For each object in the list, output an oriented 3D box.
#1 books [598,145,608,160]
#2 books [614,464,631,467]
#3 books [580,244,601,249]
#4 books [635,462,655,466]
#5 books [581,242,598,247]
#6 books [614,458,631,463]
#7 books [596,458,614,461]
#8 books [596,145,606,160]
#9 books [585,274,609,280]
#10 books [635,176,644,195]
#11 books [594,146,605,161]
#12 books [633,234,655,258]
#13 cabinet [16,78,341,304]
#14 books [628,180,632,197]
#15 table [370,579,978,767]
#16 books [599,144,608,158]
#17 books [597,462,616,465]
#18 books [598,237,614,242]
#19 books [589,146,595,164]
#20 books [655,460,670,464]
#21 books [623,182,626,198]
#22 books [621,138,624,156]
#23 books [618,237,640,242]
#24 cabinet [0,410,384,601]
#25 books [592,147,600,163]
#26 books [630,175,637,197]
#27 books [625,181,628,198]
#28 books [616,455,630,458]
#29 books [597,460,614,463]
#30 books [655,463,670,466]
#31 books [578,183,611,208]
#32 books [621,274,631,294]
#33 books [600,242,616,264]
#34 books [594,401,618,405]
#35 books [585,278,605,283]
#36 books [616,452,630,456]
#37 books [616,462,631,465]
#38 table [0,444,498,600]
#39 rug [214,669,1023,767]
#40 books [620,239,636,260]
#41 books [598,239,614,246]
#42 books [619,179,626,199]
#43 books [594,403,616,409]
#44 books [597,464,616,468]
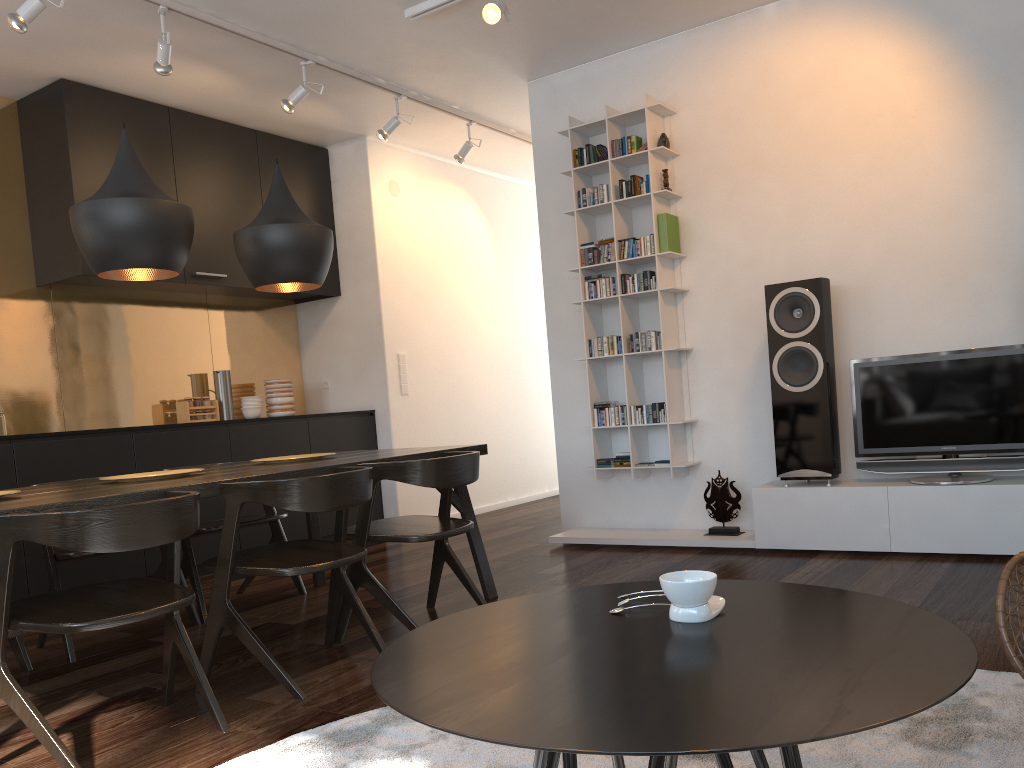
[{"bbox_3d":[0.522,-1.285,4.931,0.058,0.099,0.068,-3,2,34],"label":"books"},{"bbox_3d":[0.646,0.464,5.031,0.107,0.016,0.069,-5,-2,34],"label":"books"},{"bbox_3d":[0.448,-0.780,5.048,0.092,0.014,0.069,-5,-2,34],"label":"books"},{"bbox_3d":[0.767,0.452,4.987,0.112,0.012,0.093,-6,-2,34],"label":"books"},{"bbox_3d":[0.448,-0.794,5.042,0.093,0.014,0.069,-6,-2,40],"label":"books"},{"bbox_3d":[0.641,0.430,5.025,0.107,0.023,0.069,-5,-1,34],"label":"books"},{"bbox_3d":[0.549,0.434,5.091,0.107,0.009,0.069,-6,-2,34],"label":"books"},{"bbox_3d":[0.515,-1.284,4.936,0.058,0.099,0.068,-3,2,34],"label":"books"},{"bbox_3d":[0.489,-0.609,5.074,0.112,0.022,0.095,-5,-1,34],"label":"books"},{"bbox_3d":[0.700,-1.078,4.835,0.016,0.107,0.068,-3,2,34],"label":"books"},{"bbox_3d":[0.500,-1.280,4.945,0.046,0.091,0.069,-3,2,34],"label":"books"},{"bbox_3d":[0.749,-0.755,4.862,0.137,0.113,0.122,-4,1,34],"label":"books"},{"bbox_3d":[-2.013,-1.122,5.700,0.533,1.052,1.948,-3,0,34],"label":"cabinet"},{"bbox_3d":[0.659,-1.066,4.860,0.020,0.093,0.069,-3,2,34],"label":"books"},{"bbox_3d":[0.235,0.616,1.329,0.849,0.474,0.844,-5,-1,36],"label":"table"},{"bbox_3d":[0.530,-1.286,4.926,0.058,0.099,0.068,-3,2,34],"label":"books"},{"bbox_3d":[0.548,0.458,5.094,0.092,0.014,0.069,-5,-2,34],"label":"books"},{"bbox_3d":[0.553,-0.809,4.973,0.112,0.014,0.093,-5,-2,34],"label":"books"},{"bbox_3d":[0.465,-1.281,4.969,0.019,0.099,0.074,-3,2,34],"label":"books"},{"bbox_3d":[0.850,0.431,4.898,0.093,0.014,0.069,-6,-2,40],"label":"books"},{"bbox_3d":[0.635,-1.064,4.879,0.014,0.092,0.069,-3,2,34],"label":"books"},{"bbox_3d":[0.621,-1.294,4.879,0.012,0.108,0.068,-3,2,34],"label":"books"},{"bbox_3d":[0.651,-0.799,4.904,0.107,0.008,0.069,-6,-2,34],"label":"books"},{"bbox_3d":[-2.657,0.723,4.461,0.734,0.902,5.045,-4,-1,34],"label":"cabinet"},{"bbox_3d":[0.481,-1.279,4.959,0.028,0.093,0.069,-3,2,34],"label":"books"},{"bbox_3d":[0.679,-1.080,4.847,0.029,0.116,0.074,-3,2,34],"label":"books"},{"bbox_3d":[0.646,-1.064,4.870,0.014,0.092,0.069,-3,2,34],"label":"books"},{"bbox_3d":[0.647,0.411,5.022,0.092,0.014,0.069,-5,-2,34],"label":"books"},{"bbox_3d":[0.545,0.445,5.093,0.092,0.015,0.069,-5,-2,34],"label":"books"},{"bbox_3d":[0.850,0.444,4.904,0.092,0.014,0.069,-5,-2,34],"label":"books"},{"bbox_3d":[0.494,-1.060,5.006,0.222,0.113,0.108,-5,0,34],"label":"books"},{"bbox_3d":[0.640,-0.555,4.945,0.029,0.116,0.074,-3,2,34],"label":"books"},{"bbox_3d":[0.560,-0.733,4.984,0.114,0.108,0.095,-4,1,34],"label":"books"},{"bbox_3d":[0.545,0.108,5.101,0.112,0.012,0.093,-6,-2,34],"label":"books"},{"bbox_3d":[0.490,-0.593,5.071,0.112,0.012,0.093,-6,-2,34],"label":"books"},{"bbox_3d":[0.646,0.397,5.022,0.092,0.014,0.069,-5,-2,34],"label":"books"},{"bbox_3d":[0.649,0.448,5.024,0.092,0.014,0.069,-5,-2,34],"label":"books"},{"bbox_3d":[-1.230,0.678,3.211,1.109,0.680,2.491,-5,-1,34],"label":"table"},{"bbox_3d":[0.415,0.835,1.347,2.841,0.012,2.830,-5,-1,14],"label":"rug"},{"bbox_3d":[0.653,-0.742,4.916,0.088,0.108,0.095,-4,1,34],"label":"books"},{"bbox_3d":[0.548,-0.794,4.967,0.107,0.018,0.069,-5,-1,34],"label":"books"},{"bbox_3d":[0.618,-1.069,4.886,0.023,0.107,0.068,-3,2,34],"label":"books"},{"bbox_3d":[0.536,0.126,5.088,0.107,0.023,0.069,-5,-1,34],"label":"books"},{"bbox_3d":[0.548,0.472,5.094,0.099,0.015,0.074,-5,-2,34],"label":"books"}]
